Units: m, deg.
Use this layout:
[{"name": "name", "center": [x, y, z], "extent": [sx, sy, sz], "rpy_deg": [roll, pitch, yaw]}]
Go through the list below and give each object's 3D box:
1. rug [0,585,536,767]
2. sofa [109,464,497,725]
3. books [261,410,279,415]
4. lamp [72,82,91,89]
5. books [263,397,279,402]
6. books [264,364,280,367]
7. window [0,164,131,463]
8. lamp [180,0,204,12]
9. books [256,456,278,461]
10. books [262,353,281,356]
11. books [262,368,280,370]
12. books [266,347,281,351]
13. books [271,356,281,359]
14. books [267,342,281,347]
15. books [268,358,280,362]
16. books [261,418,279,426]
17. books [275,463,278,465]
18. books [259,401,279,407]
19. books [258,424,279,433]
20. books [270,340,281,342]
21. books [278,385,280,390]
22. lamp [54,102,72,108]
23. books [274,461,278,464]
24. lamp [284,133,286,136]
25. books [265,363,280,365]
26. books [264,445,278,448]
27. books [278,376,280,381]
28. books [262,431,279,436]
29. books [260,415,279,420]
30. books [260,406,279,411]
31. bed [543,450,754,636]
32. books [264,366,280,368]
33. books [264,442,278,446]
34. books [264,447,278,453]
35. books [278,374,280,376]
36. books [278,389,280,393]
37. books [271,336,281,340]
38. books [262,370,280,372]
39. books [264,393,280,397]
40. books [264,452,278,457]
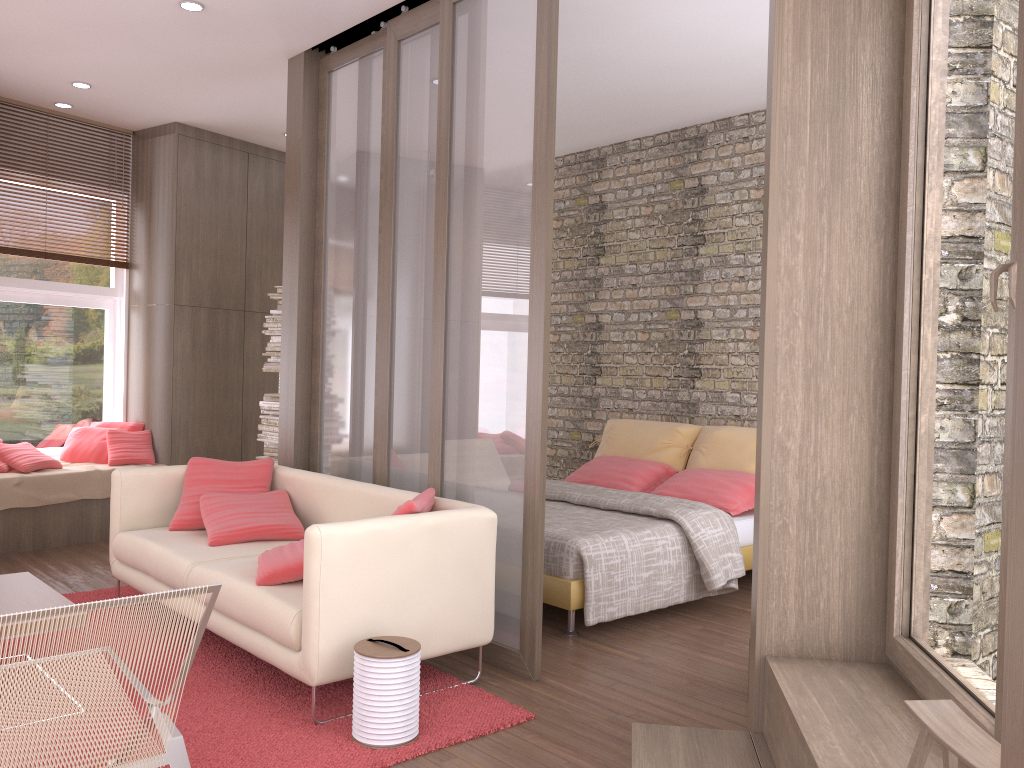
[{"name": "rug", "center": [-2.120, 1.224, 3.396], "extent": [3.344, 0.016, 2.938], "rpy_deg": [1, 1, -42]}, {"name": "sofa", "center": [-1.132, 0.864, 4.296], "extent": [0.919, 0.751, 2.204], "rpy_deg": [1, 1, -42]}, {"name": "books", "center": [-1.611, 0.218, 6.767], "extent": [0.469, 0.028, 0.368], "rpy_deg": [2, 1, 33]}, {"name": "lamp", "center": [-2.972, -2.063, 6.121], "extent": [0.119, 0.010, 0.119], "rpy_deg": [1, 1, -17]}, {"name": "books", "center": [-1.581, 0.119, 6.745], "extent": [0.518, 0.038, 0.341], "rpy_deg": [2, 1, 33]}, {"name": "books", "center": [-1.614, -0.135, 6.745], "extent": [0.446, 0.012, 0.291], "rpy_deg": [2, 1, 23]}, {"name": "window", "center": [-3.654, -0.498, 6.826], "extent": [0.160, 2.229, 1.407], "rpy_deg": [2, 1, 35]}, {"name": "lamp", "center": [-1.706, -2.012, 4.722], "extent": [0.119, 0.010, 0.119], "rpy_deg": [1, 1, -28]}, {"name": "books", "center": [-1.656, 0.568, 6.732], "extent": [0.488, 0.018, 0.296], "rpy_deg": [2, 1, 28]}, {"name": "books", "center": [-1.621, -0.218, 6.752], "extent": [0.467, 0.020, 0.283], "rpy_deg": [2, 1, 23]}, {"name": "books", "center": [-1.634, -0.108, 6.760], "extent": [0.444, 0.015, 0.279], "rpy_deg": [2, 1, 23]}, {"name": "books", "center": [-1.630, -0.260, 6.766], "extent": [0.379, 0.028, 0.297], "rpy_deg": [2, 1, 23]}, {"name": "books", "center": [-1.602, -0.197, 6.752], "extent": [0.388, 0.020, 0.287], "rpy_deg": [2, 1, 43]}, {"name": "books", "center": [-1.635, -0.293, 6.777], "extent": [0.379, 0.039, 0.297], "rpy_deg": [2, 1, 43]}, {"name": "books", "center": [-1.618, -0.175, 6.778], "extent": [0.379, 0.028, 0.297], "rpy_deg": [2, 1, 23]}, {"name": "books", "center": [-1.591, 0.296, 6.763], "extent": [0.421, 0.046, 0.542], "rpy_deg": [1, 1, -42]}, {"name": "books", "center": [-1.620, 0.609, 6.704], "extent": [0.396, 0.024, 0.310], "rpy_deg": [2, 1, 28]}, {"name": "books", "center": [-1.621, 0.157, 6.758], "extent": [0.469, 0.038, 0.364], "rpy_deg": [2, 1, 33]}, {"name": "books", "center": [-1.628, 0.343, 6.763], "extent": [0.410, 0.046, 0.522], "rpy_deg": [1, 1, -42]}, {"name": "books", "center": [-1.614, -0.321, 6.765], "extent": [0.388, 0.020, 0.287], "rpy_deg": [2, 1, 43]}, {"name": "books", "center": [-1.571, 0.035, 6.705], "extent": [0.317, 0.030, 0.524], "rpy_deg": [1, 1, -22]}, {"name": "lamp", "center": [-3.346, -2.079, 6.614], "extent": [0.119, 0.010, 0.119], "rpy_deg": [1, 1, -17]}, {"name": "books", "center": [-1.621, 0.587, 6.711], "extent": [0.405, 0.018, 0.300], "rpy_deg": [2, 1, 28]}, {"name": "lamp", "center": [-1.810, -2.045, 7.288], "extent": [0.119, 0.010, 0.119], "rpy_deg": [2, 1, 28]}, {"name": "books", "center": [-1.618, -0.148, 6.756], "extent": [0.412, 0.011, 0.308], "rpy_deg": [2, 1, 23]}, {"name": "books", "center": [-1.618, 0.474, 6.710], "extent": [0.405, 0.018, 0.300], "rpy_deg": [2, 1, 28]}, {"name": "books", "center": [-1.593, -0.036, 6.753], "extent": [0.308, 0.036, 0.417], "rpy_deg": [1, 1, -22]}, {"name": "books", "center": [-1.564, 0.382, 6.717], "extent": [0.423, 0.025, 0.566], "rpy_deg": [1, 1, -42]}, {"name": "books", "center": [-1.621, 0.261, 6.760], "extent": [0.399, 0.020, 0.510], "rpy_deg": [1, 1, -42]}, {"name": "books", "center": [-1.625, 0.189, 6.735], "extent": [0.442, 0.025, 0.346], "rpy_deg": [2, 1, 33]}, {"name": "bed", "center": [0.570, 0.842, 5.786], "extent": [2.360, 0.861, 2.219], "rpy_deg": [1, 1, -42]}, {"name": "books", "center": [-1.625, -0.122, 6.757], "extent": [0.432, 0.013, 0.288], "rpy_deg": [2, 1, 23]}, {"name": "books", "center": [-1.615, 0.452, 6.703], "extent": [0.396, 0.024, 0.310], "rpy_deg": [2, 1, 28]}, {"name": "books", "center": [-1.617, 0.501, 6.703], "extent": [0.396, 0.033, 0.310], "rpy_deg": [2, 1, 28]}, {"name": "books", "center": [-1.571, -0.061, 6.747], "extent": [0.345, 0.010, 0.443], "rpy_deg": [1, 1, -22]}, {"name": "books", "center": [-1.587, 0.065, 6.748], "extent": [0.322, 0.030, 0.435], "rpy_deg": [1, 1, -22]}, {"name": "books", "center": [-1.600, -0.344, 6.745], "extent": [0.379, 0.028, 0.297], "rpy_deg": [2, 1, 43]}, {"name": "books", "center": [-1.618, -0.093, 6.735], "extent": [0.469, 0.015, 0.267], "rpy_deg": [2, 1, 23]}, {"name": "books", "center": [-1.602, 0.089, 6.771], "extent": [0.450, 0.022, 0.364], "rpy_deg": [2, 1, 8]}, {"name": "books", "center": [-1.617, 0.530, 6.703], "extent": [0.396, 0.024, 0.310], "rpy_deg": [2, 1, 28]}]
